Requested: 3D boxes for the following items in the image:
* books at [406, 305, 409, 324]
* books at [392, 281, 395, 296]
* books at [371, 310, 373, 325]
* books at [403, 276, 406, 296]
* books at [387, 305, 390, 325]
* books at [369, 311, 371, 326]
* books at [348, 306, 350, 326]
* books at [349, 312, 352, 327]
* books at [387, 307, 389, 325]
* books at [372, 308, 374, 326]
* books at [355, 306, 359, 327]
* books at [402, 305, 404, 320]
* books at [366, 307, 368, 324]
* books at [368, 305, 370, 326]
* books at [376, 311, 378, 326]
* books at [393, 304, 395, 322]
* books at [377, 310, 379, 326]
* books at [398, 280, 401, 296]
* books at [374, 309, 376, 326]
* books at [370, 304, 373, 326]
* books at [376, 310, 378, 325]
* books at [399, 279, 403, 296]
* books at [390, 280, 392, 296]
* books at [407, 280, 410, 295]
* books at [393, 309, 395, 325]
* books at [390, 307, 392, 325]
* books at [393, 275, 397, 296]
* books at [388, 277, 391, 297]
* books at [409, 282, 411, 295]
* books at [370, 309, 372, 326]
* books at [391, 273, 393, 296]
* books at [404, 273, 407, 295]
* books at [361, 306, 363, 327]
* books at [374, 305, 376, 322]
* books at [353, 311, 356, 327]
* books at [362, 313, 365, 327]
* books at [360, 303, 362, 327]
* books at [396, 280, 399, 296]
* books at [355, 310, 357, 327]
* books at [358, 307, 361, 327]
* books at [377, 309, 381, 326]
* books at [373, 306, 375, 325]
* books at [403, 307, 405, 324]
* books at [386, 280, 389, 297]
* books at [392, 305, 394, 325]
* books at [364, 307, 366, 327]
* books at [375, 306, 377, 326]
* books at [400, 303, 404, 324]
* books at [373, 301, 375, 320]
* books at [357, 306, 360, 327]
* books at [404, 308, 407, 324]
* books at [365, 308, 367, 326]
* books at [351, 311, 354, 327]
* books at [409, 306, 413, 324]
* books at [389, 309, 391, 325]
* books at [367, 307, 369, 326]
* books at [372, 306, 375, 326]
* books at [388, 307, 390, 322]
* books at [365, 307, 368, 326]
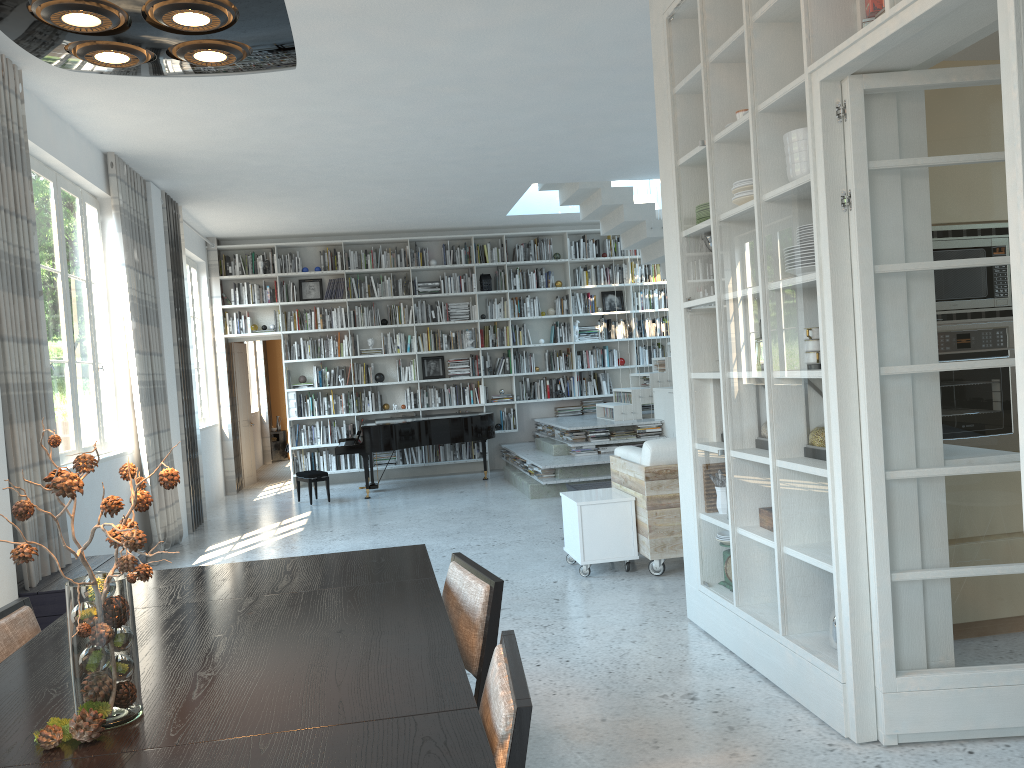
[{"bbox_3d":[-1.378,-0.906,11.661,0.022,0.257,0.155,-4,2,-9],"label":"books"},{"bbox_3d":[-1.555,-1.239,11.642,0.024,0.213,0.150,-4,2,-9],"label":"books"},{"bbox_3d":[-1.827,-0.854,11.612,0.012,0.217,0.133,-4,2,-9],"label":"books"},{"bbox_3d":[-1.418,-1.274,11.644,0.055,0.264,0.166,-4,2,-9],"label":"books"},{"bbox_3d":[-1.622,-0.899,11.644,0.012,0.276,0.129,-4,2,-9],"label":"books"},{"bbox_3d":[-1.855,-0.847,11.577,0.011,0.209,0.181,-4,2,-9],"label":"books"},{"bbox_3d":[-2.119,-0.867,11.559,0.012,0.285,0.159,-4,2,-9],"label":"books"},{"bbox_3d":[-2.101,-0.829,11.545,0.015,0.208,0.186,-4,2,-9],"label":"books"},{"bbox_3d":[-1.629,-0.888,11.635,0.005,0.254,0.161,-4,2,-9],"label":"books"},{"bbox_3d":[-1.821,-0.906,11.599,0.004,0.321,0.153,-4,2,-9],"label":"books"},{"bbox_3d":[-2.020,-0.871,11.561,0.026,0.279,0.151,-4,2,-9],"label":"books"},{"bbox_3d":[-1.429,-0.902,11.658,0.010,0.257,0.140,-4,2,-9],"label":"books"},{"bbox_3d":[-1.889,-0.869,11.588,0.011,0.256,0.152,-4,2,-9],"label":"books"},{"bbox_3d":[-1.869,-0.882,11.581,0.011,0.279,0.169,-4,2,-9],"label":"books"},{"bbox_3d":[-1.775,-0.868,11.622,0.009,0.237,0.134,-4,2,-9],"label":"books"},{"bbox_3d":[-1.549,-0.904,11.639,0.005,0.275,0.157,-4,2,-9],"label":"books"},{"bbox_3d":[-1.754,-0.855,11.617,0.004,0.209,0.132,-4,2,-9],"label":"books"},{"bbox_3d":[-1.480,-1.249,11.639,0.022,0.223,0.161,-4,2,-9],"label":"books"},{"bbox_3d":[-1.797,-0.900,11.605,0.005,0.305,0.162,-4,2,-9],"label":"books"},{"bbox_3d":[-1.837,-0.890,11.584,0.011,0.291,0.176,-4,2,-9],"label":"books"},{"bbox_3d":[-1.763,-0.859,11.618,0.012,0.218,0.151,-4,2,-9],"label":"books"},{"bbox_3d":[-1.460,-1.258,11.658,0.024,0.237,0.153,-4,2,-9],"label":"books"},{"bbox_3d":[-1.583,-1.246,11.626,0.013,0.231,0.141,-4,2,-9],"label":"books"},{"bbox_3d":[-1.363,-1.252,11.678,0.028,0.212,0.134,-4,2,-9],"label":"books"},{"bbox_3d":[-1.549,-0.874,11.618,0.006,0.216,0.181,-4,2,-9],"label":"books"},{"bbox_3d":[-1.585,-0.881,11.613,0.005,0.236,0.178,-4,2,-9],"label":"books"},{"bbox_3d":[-1.535,-1.279,11.646,0.022,0.290,0.146,-4,2,-9],"label":"books"},{"bbox_3d":[-1.605,-1.259,11.626,0.028,0.261,0.135,-4,2,-9],"label":"books"},{"bbox_3d":[-1.341,-1.245,11.689,0.019,0.194,0.098,-4,2,-9],"label":"books"},{"bbox_3d":[-1.849,-0.857,11.603,0.011,0.226,0.129,-4,2,-9],"label":"books"},{"bbox_3d":[-1.572,-1.288,11.617,0.011,0.313,0.183,-4,2,-9],"label":"books"},{"bbox_3d":[-1.405,-1.294,11.646,0.058,0.302,0.175,-4,2,-9],"label":"books"},{"bbox_3d":[-1.956,-0.878,11.559,0.010,0.283,0.183,-4,2,-9],"label":"books"},{"bbox_3d":[-1.791,-0.890,11.603,0.004,0.284,0.166,-4,2,-9],"label":"books"},{"bbox_3d":[-2.057,-0.839,11.576,0.024,0.219,0.140,-4,2,-9],"label":"books"},{"bbox_3d":[-1.936,-0.831,11.581,0.029,0.187,0.149,-4,2,-9],"label":"books"},{"bbox_3d":[-1.970,-0.894,11.579,0.011,0.317,0.154,-4,2,-9],"label":"books"},{"bbox_3d":[-1.504,-1.245,11.631,0.030,0.218,0.182,-4,2,-9],"label":"books"},{"bbox_3d":[-2.038,-0.850,11.565,0.012,0.240,0.134,-4,2,-9],"label":"books"},{"bbox_3d":[-1.983,-0.865,11.564,0.024,0.262,0.177,-4,2,-9],"label":"books"},{"bbox_3d":[-1.738,-0.867,11.612,0.031,0.232,0.147,-4,2,-9],"label":"books"},{"bbox_3d":[-1.808,-0.905,11.607,0.005,0.316,0.157,-4,2,-9],"label":"books"},{"bbox_3d":[-1.418,-0.889,11.664,0.011,0.229,0.165,-4,2,-9],"label":"books"},{"bbox_3d":[-1.625,-1.240,11.605,0.021,0.226,0.191,-4,2,-9],"label":"books"},{"bbox_3d":[-1.563,-0.899,11.648,0.009,0.267,0.149,-4,2,-9],"label":"books"},{"bbox_3d":[-1.917,-0.870,11.558,0.009,0.263,0.189,-4,2,-9],"label":"books"},{"bbox_3d":[-1.781,-0.892,11.587,0.011,0.287,0.189,-4,2,-9],"label":"books"},{"bbox_3d":[-1.445,-0.915,11.648,0.022,0.285,0.190,-4,2,-9],"label":"books"},{"bbox_3d":[-1.803,-0.913,11.605,0.005,0.331,0.161,-4,2,-9],"label":"books"},{"bbox_3d":[-2.001,-0.871,11.560,0.012,0.276,0.157,-4,2,-9],"label":"books"},{"bbox_3d":[-1.401,-0.884,11.667,0.024,0.216,0.142,-4,2,-9],"label":"books"},{"bbox_3d":[-1.907,-0.865,11.562,0.012,0.251,0.184,-4,2,-9],"label":"books"},{"bbox_3d":[-2.084,-0.840,11.573,0.029,0.225,0.136,-4,2,-9],"label":"books"},{"bbox_3d":[-1.331,-0.898,11.646,0.064,0.237,0.208,-4,2,-9],"label":"books"},{"bbox_3d":[-1.597,-0.871,11.638,0.013,0.216,0.149,-4,2,-9],"label":"books"},{"bbox_3d":[-1.877,-0.872,11.574,0.009,0.261,0.180,-4,2,-9],"label":"books"},{"bbox_3d":[-1.811,-0.877,11.594,0.010,0.262,0.158,-4,2,-9],"label":"books"},{"bbox_3d":[-1.613,-0.881,11.643,0.005,0.239,0.145,-4,2,-9],"label":"books"},{"bbox_3d":[-1.900,-0.871,11.587,0.010,0.262,0.169,-4,2,-9],"label":"books"}]
